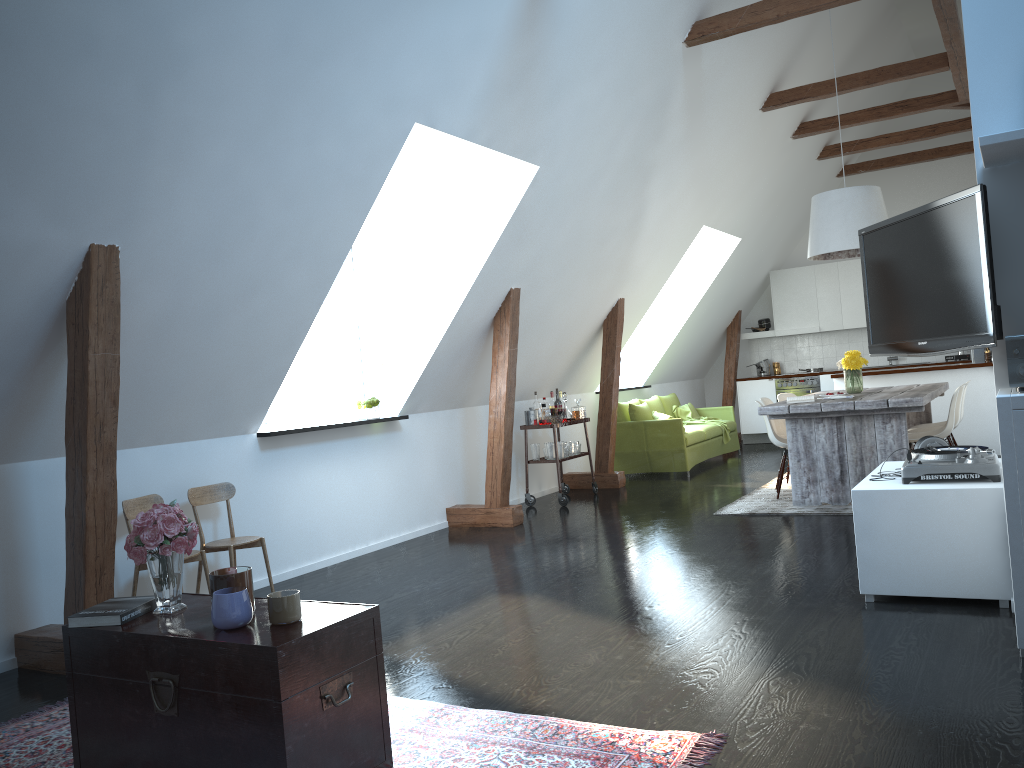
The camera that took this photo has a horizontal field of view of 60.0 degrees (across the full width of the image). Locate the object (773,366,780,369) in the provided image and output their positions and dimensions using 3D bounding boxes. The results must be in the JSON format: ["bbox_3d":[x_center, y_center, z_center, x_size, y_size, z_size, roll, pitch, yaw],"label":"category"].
[{"bbox_3d":[3.772,-0.230,12.642,0.099,0.057,0.101,-5,0,42],"label":"object"}]

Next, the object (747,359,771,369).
[{"bbox_3d":[3.519,-0.264,12.700,0.371,0.169,0.203,-5,0,2],"label":"object"}]

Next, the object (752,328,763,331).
[{"bbox_3d":[3.470,-0.775,12.570,0.065,0.065,0.332,-5,0,-3],"label":"object"}]

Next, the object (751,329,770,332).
[{"bbox_3d":[3.532,-0.763,12.596,0.243,0.056,0.350,-5,0,19],"label":"object"}]

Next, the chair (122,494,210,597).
[{"bbox_3d":[-1.793,0.929,4.621,0.342,0.696,0.329,-5,0,13],"label":"chair"}]

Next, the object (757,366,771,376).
[{"bbox_3d":[3.594,-0.192,12.626,0.200,0.154,0.348,-5,0,10],"label":"object"}]

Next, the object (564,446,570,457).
[{"bbox_3d":[0.492,0.625,8.175,0.092,0.099,0.092,-5,0,8],"label":"object"}]

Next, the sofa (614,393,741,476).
[{"bbox_3d":[1.920,0.540,10.349,0.898,0.825,2.093,-5,0,29],"label":"sofa"}]

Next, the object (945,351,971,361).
[{"bbox_3d":[5.675,-0.482,11.401,0.353,0.370,0.206,-5,0,-13],"label":"object"}]

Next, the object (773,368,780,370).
[{"bbox_3d":[3.775,-0.209,12.642,0.099,0.043,0.100,-5,0,18],"label":"object"}]

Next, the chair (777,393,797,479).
[{"bbox_3d":[2.777,0.474,8.258,0.465,0.801,0.542,-5,0,-34],"label":"chair"}]

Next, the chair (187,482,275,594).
[{"bbox_3d":[-1.575,0.910,4.961,0.342,0.696,0.329,-5,0,31],"label":"chair"}]

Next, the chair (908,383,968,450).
[{"bbox_3d":[3.522,0.408,7.368,0.542,0.801,0.465,-5,0,36],"label":"chair"}]

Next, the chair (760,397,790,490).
[{"bbox_3d":[2.486,0.500,7.760,0.542,0.801,0.465,-5,0,31],"label":"chair"}]

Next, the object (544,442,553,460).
[{"bbox_3d":[0.340,0.610,8.074,0.087,0.155,0.087,-5,0,3],"label":"object"}]

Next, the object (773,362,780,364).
[{"bbox_3d":[3.765,-0.286,12.637,0.100,0.047,0.099,-5,0,26],"label":"object"}]

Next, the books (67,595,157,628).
[{"bbox_3d":[-1.259,0.724,2.827,0.179,0.034,0.243,-5,0,8],"label":"books"}]

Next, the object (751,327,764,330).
[{"bbox_3d":[3.485,-0.783,12.572,0.061,0.077,0.331,-5,0,-12],"label":"object"}]

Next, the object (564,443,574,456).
[{"bbox_3d":[0.540,0.610,8.271,0.095,0.119,0.095,-5,0,-8],"label":"object"}]

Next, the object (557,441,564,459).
[{"bbox_3d":[0.436,0.602,8.033,0.087,0.155,0.087,-5,0,3],"label":"object"}]

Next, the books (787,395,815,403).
[{"bbox_3d":[2.229,0.118,6.854,0.202,0.042,0.251,-5,0,18],"label":"books"}]

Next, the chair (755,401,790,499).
[{"bbox_3d":[2.305,0.516,7.264,0.542,0.801,0.465,-5,0,16],"label":"chair"}]

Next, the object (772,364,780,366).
[{"bbox_3d":[3.766,-0.265,12.639,0.100,0.036,0.100,-5,0,-31],"label":"object"}]

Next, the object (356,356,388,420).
[{"bbox_3d":[-1.023,0.024,6.491,0.131,0.461,0.309,-5,0,-42],"label":"object"}]

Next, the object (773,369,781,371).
[{"bbox_3d":[3.778,-0.189,12.639,0.099,0.051,0.099,-5,0,16],"label":"object"}]

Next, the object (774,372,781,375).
[{"bbox_3d":[3.785,-0.150,12.637,0.100,0.036,0.100,-5,0,27],"label":"object"}]

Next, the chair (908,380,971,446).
[{"bbox_3d":[3.759,0.388,7.778,0.542,0.801,0.465,-5,0,31],"label":"chair"}]

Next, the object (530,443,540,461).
[{"bbox_3d":[0.216,0.621,8.061,0.087,0.155,0.087,-5,0,3],"label":"object"}]

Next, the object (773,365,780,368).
[{"bbox_3d":[3.767,-0.248,12.639,0.100,0.036,0.100,-5,0,-3],"label":"object"}]

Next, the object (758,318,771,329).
[{"bbox_3d":[3.595,-0.855,12.628,0.190,0.166,0.200,-5,0,-7],"label":"object"}]

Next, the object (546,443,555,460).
[{"bbox_3d":[0.354,0.609,7.977,0.087,0.155,0.087,-5,0,3],"label":"object"}]

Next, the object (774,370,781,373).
[{"bbox_3d":[3.781,-0.171,12.637,0.099,0.048,0.100,-5,0,-42],"label":"object"}]

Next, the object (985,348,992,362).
[{"bbox_3d":[4.810,-0.317,8.939,0.080,0.192,0.058,-5,0,14],"label":"object"}]

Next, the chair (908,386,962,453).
[{"bbox_3d":[3.245,0.433,6.910,0.542,0.801,0.465,-5,0,26],"label":"chair"}]

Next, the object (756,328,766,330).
[{"bbox_3d":[3.531,-0.785,12.597,0.065,0.031,0.335,-5,0,-13],"label":"object"}]

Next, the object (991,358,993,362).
[{"bbox_3d":[4.834,-0.291,8.877,0.069,0.135,0.069,-5,0,5],"label":"object"}]

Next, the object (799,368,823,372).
[{"bbox_3d":[4.095,-0.192,12.174,0.351,0.061,0.232,-5,0,4],"label":"object"}]

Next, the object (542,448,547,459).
[{"bbox_3d":[0.331,0.639,8.187,0.092,0.099,0.092,-5,0,8],"label":"object"}]

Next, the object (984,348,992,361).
[{"bbox_3d":[4.857,-0.367,9.005,0.123,0.283,0.061,-5,0,30],"label":"object"}]

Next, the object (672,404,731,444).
[{"bbox_3d":[2.338,0.481,10.837,0.722,0.493,0.711,-5,0,25],"label":"object"}]

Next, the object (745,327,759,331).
[{"bbox_3d":[3.488,-0.774,12.665,0.357,0.075,0.244,-5,0,1],"label":"object"}]
